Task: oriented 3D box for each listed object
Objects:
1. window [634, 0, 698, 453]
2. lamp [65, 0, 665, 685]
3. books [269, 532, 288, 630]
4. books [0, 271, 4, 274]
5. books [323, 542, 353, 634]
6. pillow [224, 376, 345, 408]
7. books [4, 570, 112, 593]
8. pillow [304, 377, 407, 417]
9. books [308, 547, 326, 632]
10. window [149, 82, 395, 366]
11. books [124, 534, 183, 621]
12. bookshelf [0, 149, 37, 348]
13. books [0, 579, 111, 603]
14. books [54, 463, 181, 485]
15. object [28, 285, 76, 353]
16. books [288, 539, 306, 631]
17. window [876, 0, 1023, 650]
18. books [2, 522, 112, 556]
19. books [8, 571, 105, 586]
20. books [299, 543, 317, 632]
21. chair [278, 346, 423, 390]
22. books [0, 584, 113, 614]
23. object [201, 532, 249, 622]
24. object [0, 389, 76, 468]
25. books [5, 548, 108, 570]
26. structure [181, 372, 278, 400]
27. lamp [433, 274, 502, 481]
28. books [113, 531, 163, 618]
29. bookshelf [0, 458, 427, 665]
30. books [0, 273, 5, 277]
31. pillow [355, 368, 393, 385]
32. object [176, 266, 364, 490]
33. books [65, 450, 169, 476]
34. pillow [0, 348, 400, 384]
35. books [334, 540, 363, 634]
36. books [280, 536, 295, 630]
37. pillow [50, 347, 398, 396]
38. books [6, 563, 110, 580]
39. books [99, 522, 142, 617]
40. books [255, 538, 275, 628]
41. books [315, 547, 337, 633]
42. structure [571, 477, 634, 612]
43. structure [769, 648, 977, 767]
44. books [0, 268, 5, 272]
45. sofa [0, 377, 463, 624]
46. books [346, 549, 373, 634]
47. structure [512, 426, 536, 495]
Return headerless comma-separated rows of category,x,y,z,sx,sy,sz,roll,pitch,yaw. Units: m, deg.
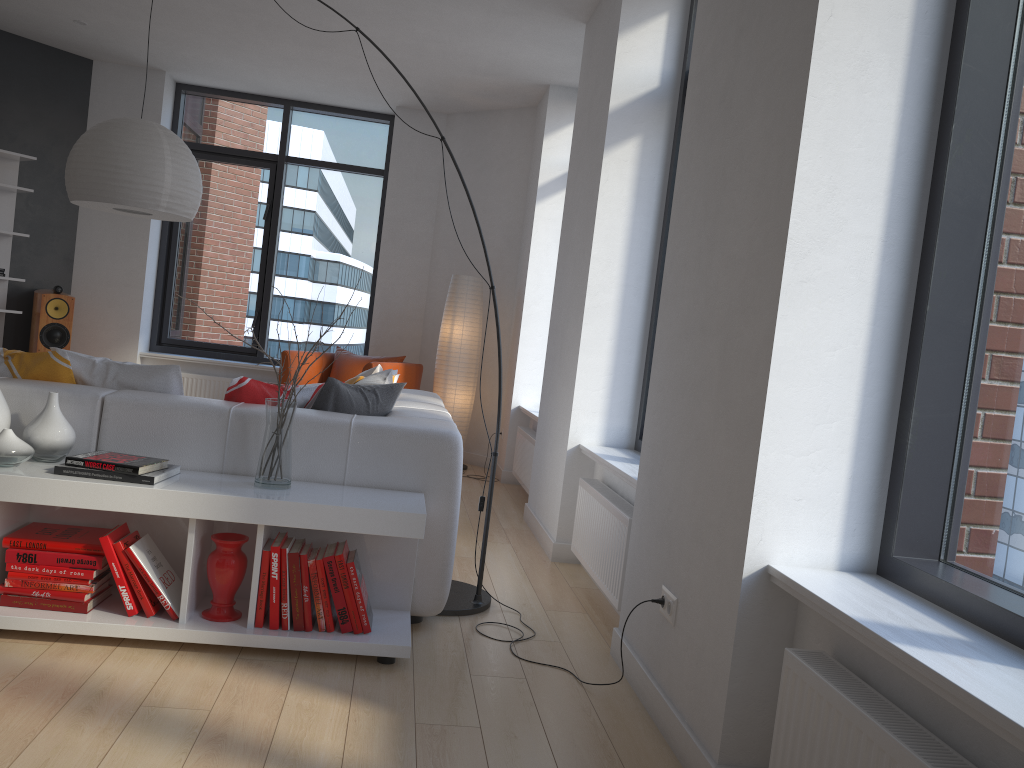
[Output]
window,0.920,-0.812,3.769,0.170,2.402,1.310,6,3,-7
lamp,-0.662,-0.514,3.644,3.199,2.647,0.710,8,3,29
books,-0.752,0.629,2.859,0.050,0.268,0.198,6,3,-7
books,-4.035,-0.870,6.806,0.142,0.015,0.198,9,3,36
books,-0.562,0.661,2.896,0.119,0.249,0.187,6,3,-7
pillow,-1.802,0.081,3.398,2.250,0.449,0.575,6,3,-10
books,-1.428,0.613,2.805,0.257,0.025,0.182,6,3,-7
pillow,-1.478,0.091,3.447,2.120,0.436,0.608,6,3,-12
books,-0.625,0.663,2.877,0.081,0.230,0.165,6,3,-7
window,-2.170,-1.380,8.124,1.960,2.402,0.170,6,3,-7
books,-1.121,0.612,2.825,0.186,0.223,0.188,7,3,-7
bookshelf,-4.789,-0.806,5.795,0.455,2.052,3.000,9,3,38
books,-1.440,0.638,2.798,0.266,0.026,0.187,7,3,-2
books,-1.241,0.272,2.810,0.300,0.026,0.245,7,3,-2
object,-3.775,-0.264,7.217,0.290,1.088,0.434,5,3,-37
books,-0.688,0.646,2.874,0.076,0.252,0.199,6,3,-7
window,1.201,-0.674,1.491,0.170,2.402,1.310,6,3,-7
books,-1.420,0.495,2.836,0.301,0.032,0.227,6,3,-7
books,-1.426,0.591,2.795,0.236,0.023,0.178,6,3,-7
books,-0.658,0.653,2.867,0.066,0.247,0.175,6,3,-7
chair,-1.291,0.150,7.154,0.896,0.858,0.843,8,3,25
books,-1.436,0.668,2.808,0.259,0.034,0.206,7,3,-4
object,-0.916,0.616,2.839,0.125,0.258,0.125,5,3,-30
object,-1.585,0.043,2.810,0.316,0.398,0.319,8,3,17
books,-1.415,0.532,2.814,0.279,0.039,0.206,6,3,-8
structure,-2.285,0.201,7.873,1.474,0.460,0.110,6,3,-7
lamp,-0.337,-0.074,6.976,0.804,1.550,0.502,9,4,43
books,-1.175,0.600,2.817,0.148,0.232,0.171,7,3,-6
bookshelf,-1.598,0.496,2.777,2.600,0.500,0.356,6,3,-7
books,-4.034,-0.851,6.806,0.161,0.023,0.213,9,3,41
pillow,-1.934,0.020,3.713,2.953,0.453,0.647,6,3,-20
object,-0.709,-0.028,2.834,0.406,0.744,0.607,8,3,33
books,-1.235,0.247,2.784,0.238,0.027,0.188,7,3,6
pillow,-1.347,0.097,4.005,0.630,0.440,2.095,9,3,40
books,-0.530,0.661,2.903,0.116,0.255,0.198,6,3,-7
books,-0.721,0.638,2.861,0.056,0.262,0.185,6,3,-7
pillow,-1.181,0.086,4.277,0.580,0.456,2.156,8,3,19
books,-1.415,0.566,2.800,0.261,0.027,0.191,7,3,-3
books,-1.222,0.585,2.817,0.134,0.248,0.192,6,3,-8
books,-0.788,0.635,2.847,0.026,0.250,0.168,6,3,-8
books,-0.602,0.664,2.884,0.083,0.233,0.178,6,3,-7
structure,0.412,0.711,3.765,0.110,0.460,1.015,6,3,-7
structure,0.693,0.848,1.487,0.110,0.460,1.015,6,3,-7
books,-4.043,-0.891,6.816,0.161,0.023,0.213,9,3,41
sofa,-2.020,0.263,4.209,3.424,0.732,2.614,6,3,-7
books,-0.498,0.677,2.910,0.103,0.230,0.173,6,3,-7
structure,0.131,0.573,6.047,0.110,0.460,1.015,6,3,-7
